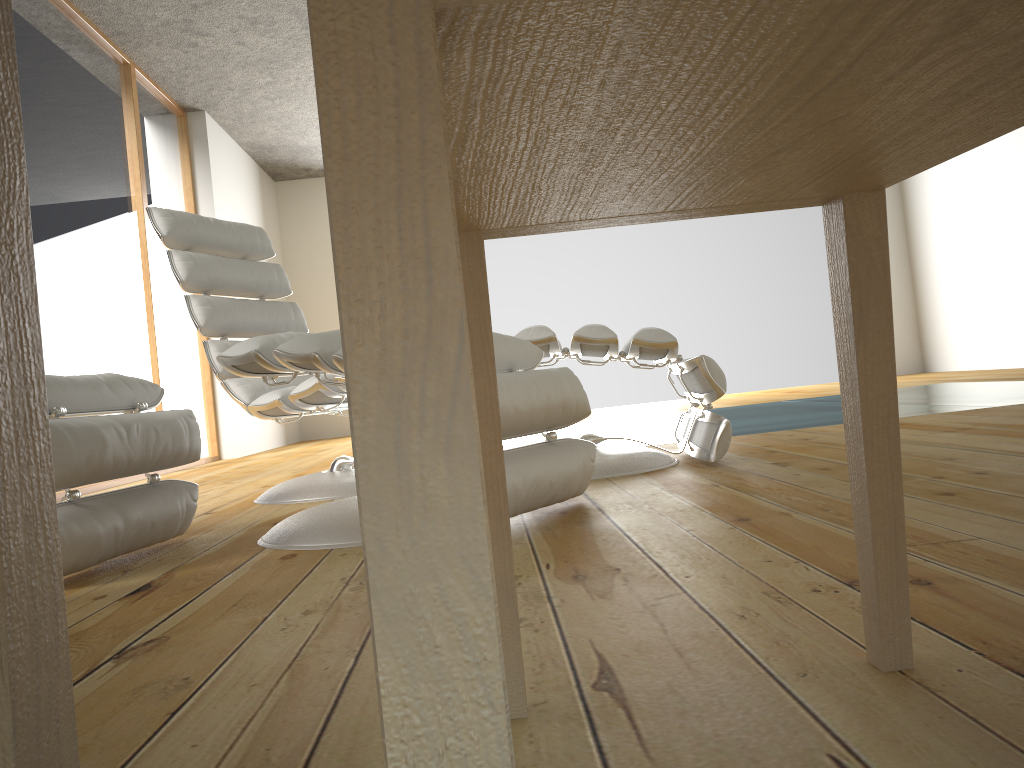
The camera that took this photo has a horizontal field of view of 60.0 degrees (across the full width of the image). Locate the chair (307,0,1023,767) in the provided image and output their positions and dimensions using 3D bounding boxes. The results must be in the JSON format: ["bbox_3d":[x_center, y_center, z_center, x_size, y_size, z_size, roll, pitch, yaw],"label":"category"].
[{"bbox_3d":[0.112,-0.255,0.547,0.404,1.018,0.505,-6,-2,-3],"label":"chair"}]

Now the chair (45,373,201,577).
[{"bbox_3d":[-1.211,-0.078,1.858,0.913,0.970,0.569,-6,-2,8],"label":"chair"}]

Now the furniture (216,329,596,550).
[{"bbox_3d":[-0.244,0.083,1.922,0.685,0.440,0.570,-7,-1,33],"label":"furniture"}]

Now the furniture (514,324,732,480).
[{"bbox_3d":[0.266,0.032,2.653,0.686,0.440,0.569,-6,-1,4],"label":"furniture"}]

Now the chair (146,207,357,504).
[{"bbox_3d":[-0.625,-0.135,2.899,0.913,0.970,0.570,-7,-2,23],"label":"chair"}]
